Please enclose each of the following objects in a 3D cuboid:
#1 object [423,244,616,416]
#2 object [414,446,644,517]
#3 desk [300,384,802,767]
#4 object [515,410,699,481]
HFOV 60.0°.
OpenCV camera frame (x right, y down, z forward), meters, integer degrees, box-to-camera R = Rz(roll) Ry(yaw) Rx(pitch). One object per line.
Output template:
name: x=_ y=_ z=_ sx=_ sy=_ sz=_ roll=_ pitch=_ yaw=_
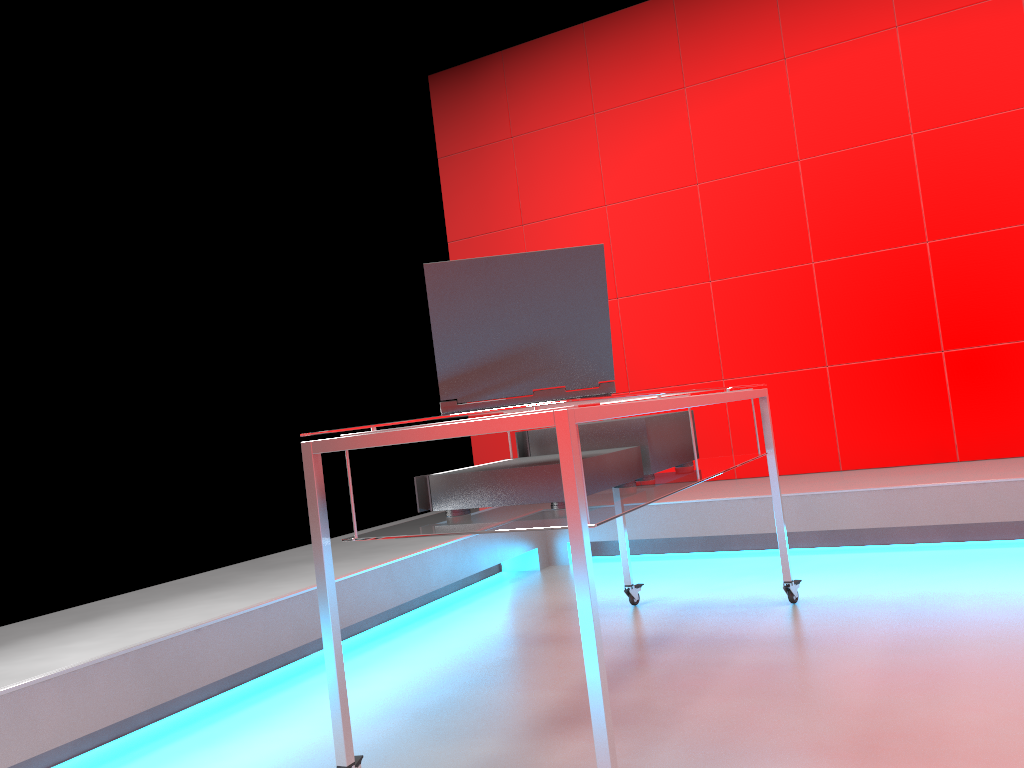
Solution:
object: x=0.012 y=-0.093 z=1.807 sx=0.342 sy=0.285 sz=0.340 roll=-7 pitch=-2 yaw=-3
object: x=0.054 y=0.221 z=2.026 sx=0.365 sy=0.092 sz=0.435 roll=-8 pitch=-3 yaw=27
desk: x=0.254 y=0.388 z=2.230 sx=0.594 sy=0.690 sz=1.617 roll=-8 pitch=-3 yaw=27
object: x=0.274 y=0.181 z=2.466 sx=0.371 sy=0.158 sz=0.431 roll=-8 pitch=-3 yaw=27
